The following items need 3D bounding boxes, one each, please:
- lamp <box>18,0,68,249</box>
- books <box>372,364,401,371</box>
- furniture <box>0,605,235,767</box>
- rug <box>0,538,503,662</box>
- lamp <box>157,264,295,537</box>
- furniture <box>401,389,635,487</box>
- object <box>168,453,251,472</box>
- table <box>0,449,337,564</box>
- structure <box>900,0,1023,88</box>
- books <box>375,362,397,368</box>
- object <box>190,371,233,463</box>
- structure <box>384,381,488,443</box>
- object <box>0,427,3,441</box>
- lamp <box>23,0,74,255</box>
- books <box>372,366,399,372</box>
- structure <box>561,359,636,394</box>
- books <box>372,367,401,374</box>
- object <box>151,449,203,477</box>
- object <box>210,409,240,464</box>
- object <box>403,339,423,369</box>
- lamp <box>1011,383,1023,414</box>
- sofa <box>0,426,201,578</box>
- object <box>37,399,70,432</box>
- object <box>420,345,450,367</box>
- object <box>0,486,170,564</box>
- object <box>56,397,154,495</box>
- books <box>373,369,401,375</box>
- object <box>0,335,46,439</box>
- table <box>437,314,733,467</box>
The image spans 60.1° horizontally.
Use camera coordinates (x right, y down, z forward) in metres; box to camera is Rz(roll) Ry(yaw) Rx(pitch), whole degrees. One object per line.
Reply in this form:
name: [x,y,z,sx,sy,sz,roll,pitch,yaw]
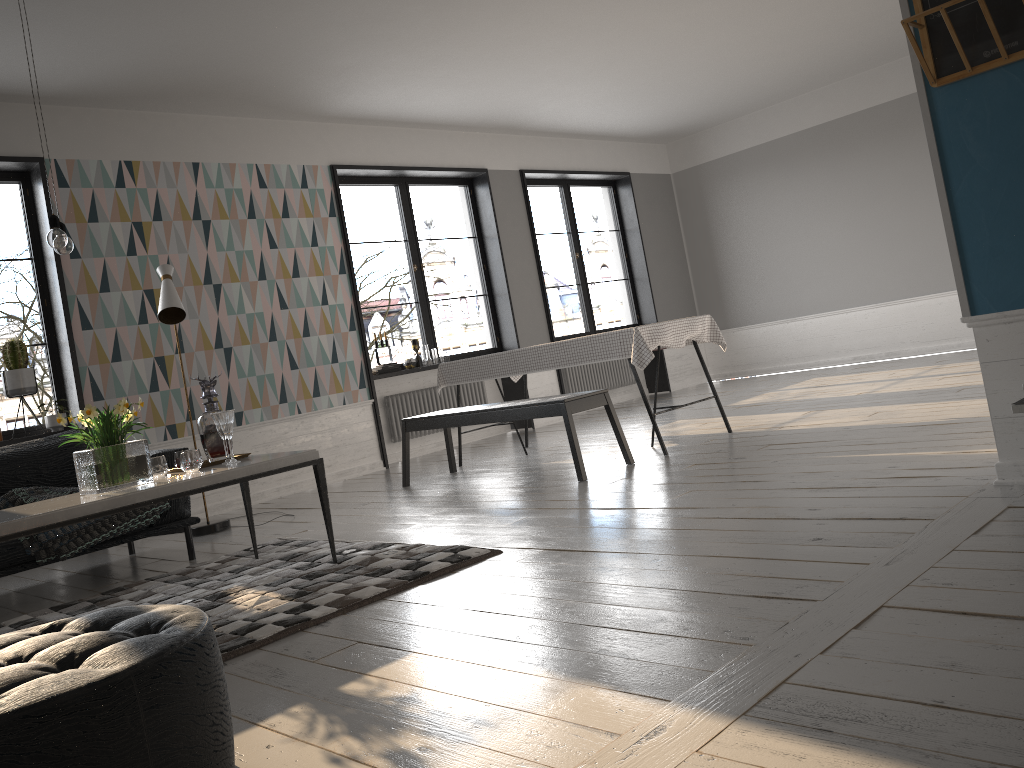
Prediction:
lamp: [-1.265,-1.388,3.282,1.391,1.539,0.074,-10,-2,15]
books: [-1.104,-0.145,7.745,0.199,0.022,0.161,-12,2,-43]
furniture: [-0.927,0.694,1.699,0.731,0.357,0.739,-10,1,33]
rug: [-1.534,0.924,3.204,2.541,0.034,1.759,-12,2,-44]
lamp: [-2.090,0.088,5.826,1.238,1.706,0.683,-11,-2,44]
furniture: [-0.055,0.358,5.605,0.468,0.456,1.659,-10,1,-44]
object: [-1.369,0.355,3.988,0.320,0.015,0.245,-12,2,-44]
table: [-1.524,0.669,3.483,1.464,0.512,0.727,-12,1,-44]
structure: [1.516,-1.430,2.889,0.186,0.777,0.492,-9,-2,-44]
books: [-1.102,-0.166,7.745,0.154,0.017,0.123,-12,2,-43]
object: [-1.368,0.149,4.048,0.149,0.418,0.155,-10,-2,-25]
structure: [-0.674,0.230,8.267,0.148,0.429,1.230,-12,0,44]
object: [-3.503,0.216,5.414,0.666,0.410,0.133,-11,-1,-43]
lamp: [-1.307,-1.384,3.414,1.391,1.539,0.074,-10,-2,15]
books: [-1.122,-0.125,7.732,0.217,0.011,0.173,-12,2,-38]
structure: [0.987,-0.125,9.904,0.148,0.429,1.230,-12,0,44]
books: [-1.128,-0.109,7.729,0.273,0.019,0.182,-12,2,-45]
object: [-1.417,0.337,3.864,0.278,0.087,0.247,-10,2,24]
object: [-1.244,0.232,3.858,0.082,0.227,0.166,-9,-1,-32]
object: [-0.898,-0.268,7.958,0.195,0.257,0.114,-10,-1,-34]
lamp: [1.745,0.110,2.713,0.288,0.478,0.285,-9,-1,-45]
sofa: [-2.767,0.736,4.171,2.354,0.799,0.964,-12,1,-44]
object: [-2.987,0.208,5.788,0.172,0.204,0.245,-10,0,-42]
object: [-0.724,-0.272,8.136,0.269,0.192,0.152,-11,0,-44]
object: [-2.135,0.638,4.384,0.487,0.329,0.670,-10,1,41]
object: [-1.615,0.246,3.520,0.354,0.352,0.323,-10,0,-42]
books: [-1.122,-0.095,7.722,0.269,0.011,0.161,-12,2,-41]
object: [-3.169,0.007,5.694,0.228,0.672,0.236,-11,-2,17]
table: [0.453,0.079,6.183,0.937,0.785,2.012,-11,1,-44]
